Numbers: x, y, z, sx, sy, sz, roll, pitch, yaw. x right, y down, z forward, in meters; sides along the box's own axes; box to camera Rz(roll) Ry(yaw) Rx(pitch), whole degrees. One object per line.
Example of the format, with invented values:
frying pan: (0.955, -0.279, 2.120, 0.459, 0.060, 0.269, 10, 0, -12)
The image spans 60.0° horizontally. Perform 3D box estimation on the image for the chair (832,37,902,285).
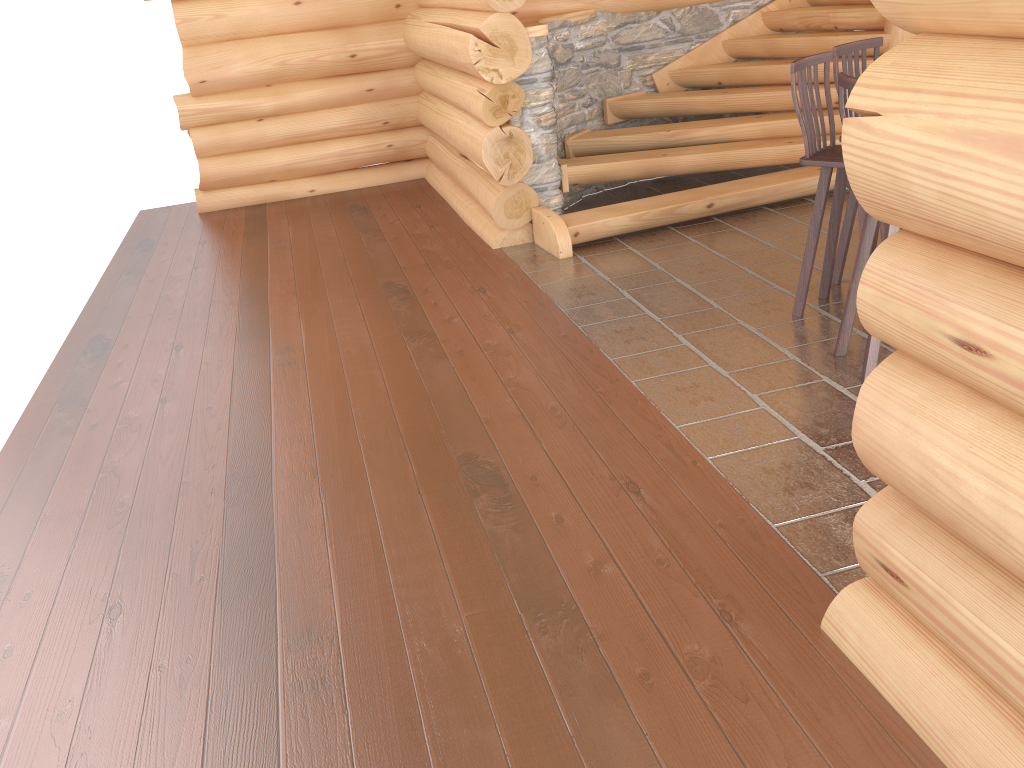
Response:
chair: (2.055, -1.185, 4.885, 0.406, 1.319, 0.504, -21, 29, -28)

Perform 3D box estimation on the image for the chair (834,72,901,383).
chair: (1.713, -0.695, 3.922, 0.504, 1.319, 0.406, -8, 25, -2)

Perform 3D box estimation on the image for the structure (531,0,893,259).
structure: (1.585, -2.396, 7.232, 3.604, 1.643, 1.951, -15, 26, -16)

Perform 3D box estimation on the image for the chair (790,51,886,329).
chair: (1.715, -0.985, 4.544, 0.504, 1.319, 0.406, 17, 34, 41)
